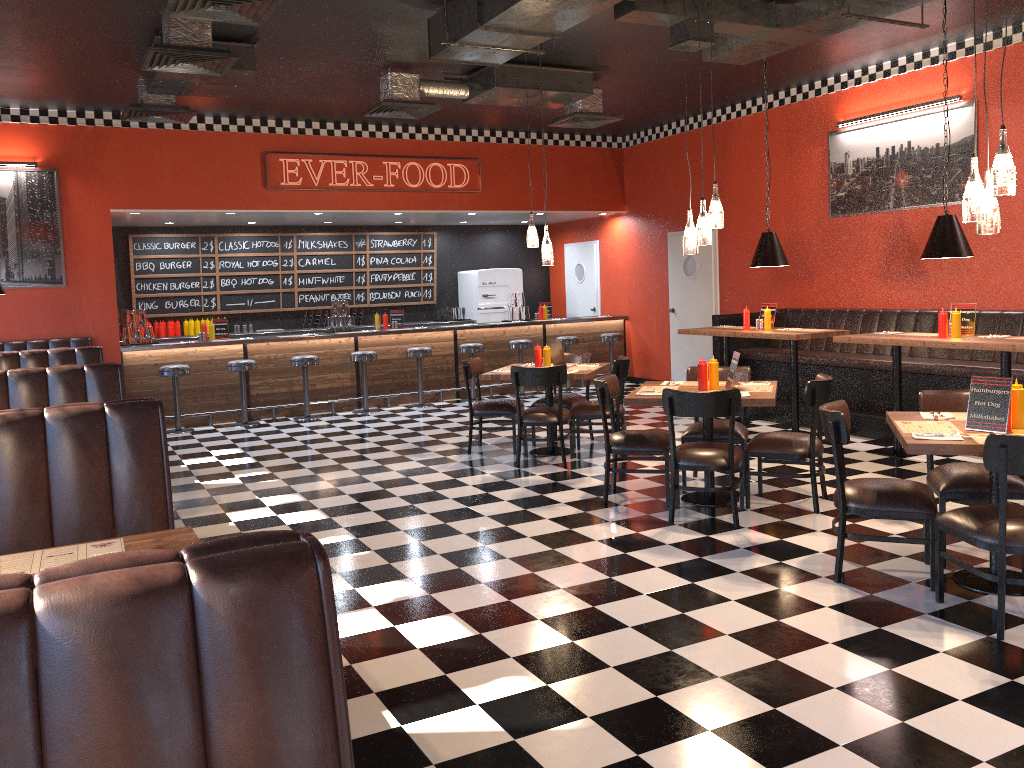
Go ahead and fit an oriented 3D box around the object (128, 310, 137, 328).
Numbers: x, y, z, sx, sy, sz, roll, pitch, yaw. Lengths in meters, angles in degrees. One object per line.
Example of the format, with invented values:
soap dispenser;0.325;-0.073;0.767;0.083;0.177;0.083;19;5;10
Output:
object;-4.550;-0.782;10.615;0.105;0.208;0.105;-6;6;-42

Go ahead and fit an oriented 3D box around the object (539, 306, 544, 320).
object;0.432;-1.064;13.100;0.068;0.237;0.068;-2;4;4

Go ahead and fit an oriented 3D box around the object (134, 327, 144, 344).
object;-4.485;-0.579;10.647;0.105;0.208;0.105;-6;6;-42

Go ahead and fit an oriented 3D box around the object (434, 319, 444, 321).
object;-1.029;-1.036;14.329;0.437;0.018;0.273;-6;7;-27

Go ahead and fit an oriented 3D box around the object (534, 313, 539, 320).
object;0.376;-1.019;13.182;0.094;0.135;0.047;-5;5;-32

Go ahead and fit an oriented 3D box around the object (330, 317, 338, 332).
object;-2.366;-0.788;11.755;0.105;0.208;0.106;-1;5;18

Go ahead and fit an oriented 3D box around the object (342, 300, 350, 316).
object;-2.219;-1.009;11.808;0.105;0.208;0.106;-1;5;18

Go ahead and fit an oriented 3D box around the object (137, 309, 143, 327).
object;-4.497;-0.800;10.756;0.105;0.208;0.105;-6;6;-42

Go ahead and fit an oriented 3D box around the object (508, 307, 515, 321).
object;-0.008;-1.019;12.975;0.105;0.208;0.106;-1;5;18

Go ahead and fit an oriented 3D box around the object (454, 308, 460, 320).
object;-0.877;-1.103;14.031;0.105;0.208;0.106;-1;5;18

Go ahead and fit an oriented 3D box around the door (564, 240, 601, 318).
door;1.143;-1.218;14.469;0.162;2.172;1.028;-4;5;-27

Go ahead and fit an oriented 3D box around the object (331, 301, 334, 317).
object;-2.375;-1.007;11.843;0.105;0.208;0.106;-1;5;18

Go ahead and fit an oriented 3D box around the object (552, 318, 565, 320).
object;0.691;-0.963;13.092;0.158;0.019;0.255;-6;8;-32

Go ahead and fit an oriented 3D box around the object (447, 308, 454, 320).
object;-0.961;-1.089;13.933;0.105;0.208;0.106;-1;5;18

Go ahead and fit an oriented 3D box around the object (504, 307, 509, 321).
object;-0.071;-1.027;13.067;0.105;0.208;0.106;-1;5;18

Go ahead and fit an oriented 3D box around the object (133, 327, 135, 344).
object;-4.542;-0.587;10.740;0.105;0.208;0.105;-6;6;-42

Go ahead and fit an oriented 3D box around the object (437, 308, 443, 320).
object;-1.164;-1.123;14.301;0.105;0.208;0.106;-1;5;18

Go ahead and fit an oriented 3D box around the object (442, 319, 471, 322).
object;-0.882;-1.012;14.064;0.437;0.018;0.273;-6;7;-27

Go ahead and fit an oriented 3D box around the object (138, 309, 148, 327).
object;-4.440;-0.791;10.659;0.105;0.208;0.105;-6;6;-42

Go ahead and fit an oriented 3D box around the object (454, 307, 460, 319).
object;-0.883;-1.139;14.342;0.105;0.208;0.106;-1;5;18

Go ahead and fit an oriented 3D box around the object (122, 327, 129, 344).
object;-4.650;-0.578;10.699;0.105;0.208;0.105;-6;6;-42

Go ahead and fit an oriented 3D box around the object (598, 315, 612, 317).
object;1.411;-1.033;13.464;0.157;0.019;0.256;-4;7;-17

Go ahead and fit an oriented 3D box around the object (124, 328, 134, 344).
object;-4.587;-0.570;10.606;0.105;0.208;0.105;-6;6;-42

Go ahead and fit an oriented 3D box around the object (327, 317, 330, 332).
object;-2.429;-0.796;11.847;0.105;0.208;0.106;-1;5;18

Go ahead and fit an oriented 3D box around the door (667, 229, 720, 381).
door;2.439;-0.986;11.980;0.162;2.172;1.028;-4;5;-27

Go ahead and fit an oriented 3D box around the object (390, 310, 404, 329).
object;-1.578;-0.886;12.151;0.188;0.256;0.072;-2;4;8

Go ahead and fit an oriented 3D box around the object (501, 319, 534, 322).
object;0.084;-0.938;13.083;0.437;0.018;0.273;-6;7;-27

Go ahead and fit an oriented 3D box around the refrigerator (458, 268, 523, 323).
refrigerator;-0.313;-0.970;14.439;0.804;1.798;0.851;-5;5;-27

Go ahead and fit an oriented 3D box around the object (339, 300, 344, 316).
object;-2.276;-1.018;11.905;0.105;0.208;0.106;-1;5;18

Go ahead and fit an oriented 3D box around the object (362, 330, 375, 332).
object;-1.884;-0.705;11.711;0.158;0.019;0.255;-6;8;-31

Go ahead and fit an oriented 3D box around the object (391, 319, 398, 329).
object;-1.597;-0.812;12.050;0.093;0.135;0.047;0;5;23

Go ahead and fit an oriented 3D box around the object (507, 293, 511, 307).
object;-0.017;-1.238;13.062;0.105;0.208;0.106;-1;5;18

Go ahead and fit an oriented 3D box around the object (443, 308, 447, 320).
object;-1.059;-1.120;14.236;0.105;0.208;0.106;-1;5;18

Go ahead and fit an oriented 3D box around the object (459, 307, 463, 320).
object;-0.799;-1.119;14.142;0.105;0.208;0.106;-1;5;18

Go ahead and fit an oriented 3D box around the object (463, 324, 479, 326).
object;-0.582;-0.834;12.398;0.157;0.019;0.255;-5;7;-26

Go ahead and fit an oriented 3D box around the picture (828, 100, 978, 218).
picture;3.907;-2.228;8.993;0.023;0.936;1.774;-4;6;-27

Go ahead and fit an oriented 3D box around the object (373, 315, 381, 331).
object;-1.807;-0.822;11.883;0.105;0.208;0.106;-1;5;18

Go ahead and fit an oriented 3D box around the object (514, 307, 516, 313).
object;0.037;-1.036;13.109;0.105;0.208;0.106;-1;5;18

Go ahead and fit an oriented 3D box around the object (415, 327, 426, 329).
object;-1.231;-0.765;12.021;0.157;0.019;0.256;-4;7;-12

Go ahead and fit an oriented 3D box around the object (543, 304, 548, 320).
object;0.490;-1.074;13.173;0.068;0.237;0.068;0;5;32

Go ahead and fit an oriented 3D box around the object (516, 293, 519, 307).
object;0.082;-1.249;13.124;0.105;0.208;0.106;-1;5;18

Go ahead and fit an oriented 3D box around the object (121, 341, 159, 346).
object;-4.495;-0.489;10.715;0.437;0.018;0.273;-6;7;-27

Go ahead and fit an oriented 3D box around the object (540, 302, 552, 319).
object;0.508;-1.101;13.313;0.188;0.256;0.072;-2;4;8

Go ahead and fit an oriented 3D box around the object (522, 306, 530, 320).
object;0.205;-1.038;13.065;0.105;0.208;0.106;-1;5;18

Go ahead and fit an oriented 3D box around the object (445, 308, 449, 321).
object;-1.000;-1.099;14.034;0.105;0.208;0.106;-1;5;18

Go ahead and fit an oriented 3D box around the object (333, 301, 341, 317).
object;-2.329;-1.000;11.764;0.105;0.208;0.106;-1;5;18

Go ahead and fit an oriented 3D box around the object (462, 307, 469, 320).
object;-0.740;-1.110;14.043;0.105;0.208;0.106;-1;5;18

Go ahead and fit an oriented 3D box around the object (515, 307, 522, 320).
object;0.093;-1.028;13.016;0.105;0.208;0.106;-1;5;18

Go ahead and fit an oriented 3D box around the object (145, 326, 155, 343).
object;-4.373;-0.589;10.697;0.105;0.208;0.105;-6;6;-42

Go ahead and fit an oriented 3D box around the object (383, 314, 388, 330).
object;-1.723;-0.861;12.062;0.068;0.237;0.068;-3;4;-14

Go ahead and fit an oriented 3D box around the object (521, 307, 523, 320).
object;0.142;-1.046;13.164;0.105;0.208;0.106;-1;5;18

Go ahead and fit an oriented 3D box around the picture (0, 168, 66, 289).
picture;-5.439;-1.679;9.581;1.025;1.297;0.016;-5;5;-27

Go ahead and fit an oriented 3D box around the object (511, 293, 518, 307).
object;0.029;-1.231;12.984;0.105;0.208;0.106;-1;5;18

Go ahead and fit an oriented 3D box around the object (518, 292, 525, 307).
object;0.139;-1.240;13.027;0.105;0.208;0.106;-1;5;18
